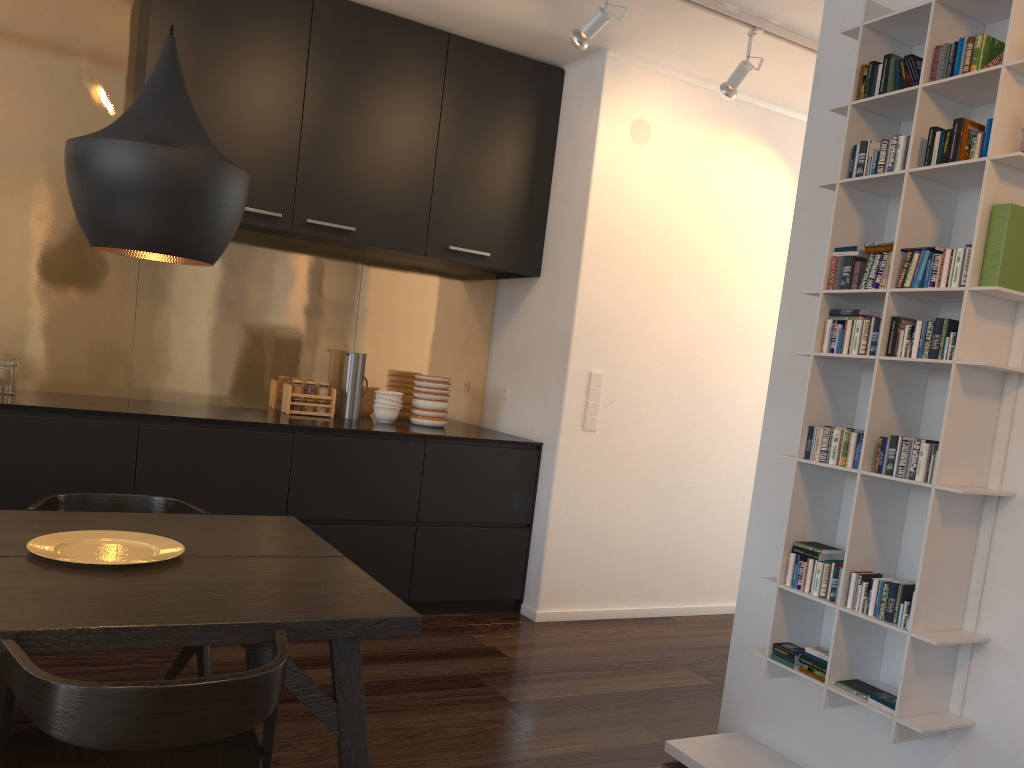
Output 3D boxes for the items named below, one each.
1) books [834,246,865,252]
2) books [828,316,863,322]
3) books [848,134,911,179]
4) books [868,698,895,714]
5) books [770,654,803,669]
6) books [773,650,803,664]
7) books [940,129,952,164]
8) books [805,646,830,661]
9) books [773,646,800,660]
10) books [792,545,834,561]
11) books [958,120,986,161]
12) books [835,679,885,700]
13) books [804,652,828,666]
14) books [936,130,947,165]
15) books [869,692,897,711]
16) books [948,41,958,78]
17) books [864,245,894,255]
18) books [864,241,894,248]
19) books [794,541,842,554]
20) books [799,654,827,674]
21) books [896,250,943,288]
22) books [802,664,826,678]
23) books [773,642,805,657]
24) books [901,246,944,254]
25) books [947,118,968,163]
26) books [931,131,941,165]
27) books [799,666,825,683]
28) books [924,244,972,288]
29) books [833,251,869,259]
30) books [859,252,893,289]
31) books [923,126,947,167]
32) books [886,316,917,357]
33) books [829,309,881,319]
[{"bbox_3d":[1.024,-0.398,2.645,0.070,0.014,0.092,6,1,-24],"label":"books"},{"bbox_3d":[1.032,-0.193,2.669,0.093,0.012,0.111,6,1,-29],"label":"books"},{"bbox_3d":[1.104,-0.651,2.571,0.109,0.113,0.220,5,3,-29],"label":"books"},{"bbox_3d":[1.049,0.891,2.451,0.070,0.014,0.091,6,1,-29],"label":"books"},{"bbox_3d":[0.868,0.862,2.754,0.074,0.015,0.098,6,1,-29],"label":"books"},{"bbox_3d":[0.871,0.848,2.753,0.070,0.014,0.091,6,1,-29],"label":"books"},{"bbox_3d":[1.182,-0.627,2.367,0.070,0.093,0.019,5,6,-29],"label":"books"},{"bbox_3d":[0.936,0.807,2.641,0.070,0.014,0.091,6,1,-29],"label":"books"},{"bbox_3d":[0.871,0.835,2.752,0.070,0.015,0.092,6,1,-29],"label":"books"},{"bbox_3d":[0.927,0.521,2.726,0.069,0.023,0.106,6,2,-29],"label":"books"},{"bbox_3d":[1.209,-0.631,2.327,0.069,0.108,0.016,5,6,-29],"label":"books"},{"bbox_3d":[1.014,0.884,2.562,0.093,0.012,0.111,6,1,-29],"label":"books"},{"bbox_3d":[0.934,0.820,2.642,0.070,0.014,0.091,6,1,-29],"label":"books"},{"bbox_3d":[1.175,-0.627,2.383,0.070,0.093,0.013,5,6,-29],"label":"books"},{"bbox_3d":[1.050,0.878,2.445,0.070,0.014,0.092,6,1,-24],"label":"books"},{"bbox_3d":[1.206,-0.858,2.382,0.069,0.108,0.012,5,6,-29],"label":"books"},{"bbox_3d":[1.077,-0.381,2.534,0.069,0.018,0.106,6,1,-29],"label":"books"},{"bbox_3d":[1.087,-0.394,2.536,0.093,0.014,0.111,6,1,-29],"label":"books"},{"bbox_3d":[0.945,0.505,2.731,0.093,0.012,0.111,6,1,-29],"label":"books"},{"bbox_3d":[0.926,0.839,2.649,0.069,0.023,0.106,6,2,-29],"label":"books"},{"bbox_3d":[1.134,-0.310,2.447,0.096,0.108,0.087,5,4,-29],"label":"books"},{"bbox_3d":[0.929,0.857,2.645,0.070,0.014,0.091,6,1,-29],"label":"books"},{"bbox_3d":[0.875,0.825,2.748,0.069,0.009,0.106,6,1,-29],"label":"books"},{"bbox_3d":[1.139,-0.366,2.433,0.069,0.008,0.106,6,1,-29],"label":"books"},{"bbox_3d":[1.197,-0.637,2.346,0.074,0.116,0.028,5,6,-29],"label":"books"},{"bbox_3d":[1.169,-0.629,2.395,0.070,0.093,0.013,5,6,-29],"label":"books"},{"bbox_3d":[0.926,0.872,2.655,0.069,0.016,0.106,6,1,-29],"label":"books"},{"bbox_3d":[1.196,-0.304,2.356,0.123,0.113,0.135,5,3,-29],"label":"books"},{"bbox_3d":[1.024,-0.385,2.651,0.070,0.014,0.091,6,1,-29],"label":"books"},{"bbox_3d":[1.082,-0.318,2.550,0.096,0.108,0.113,5,4,-29],"label":"books"},{"bbox_3d":[1.159,-0.638,2.408,0.069,0.108,0.023,5,6,-29],"label":"books"},{"bbox_3d":[1.097,-0.128,2.495,0.074,0.116,0.028,5,6,-29],"label":"books"},{"bbox_3d":[1.036,-0.209,2.671,0.096,0.022,0.111,6,1,-29],"label":"books"}]
